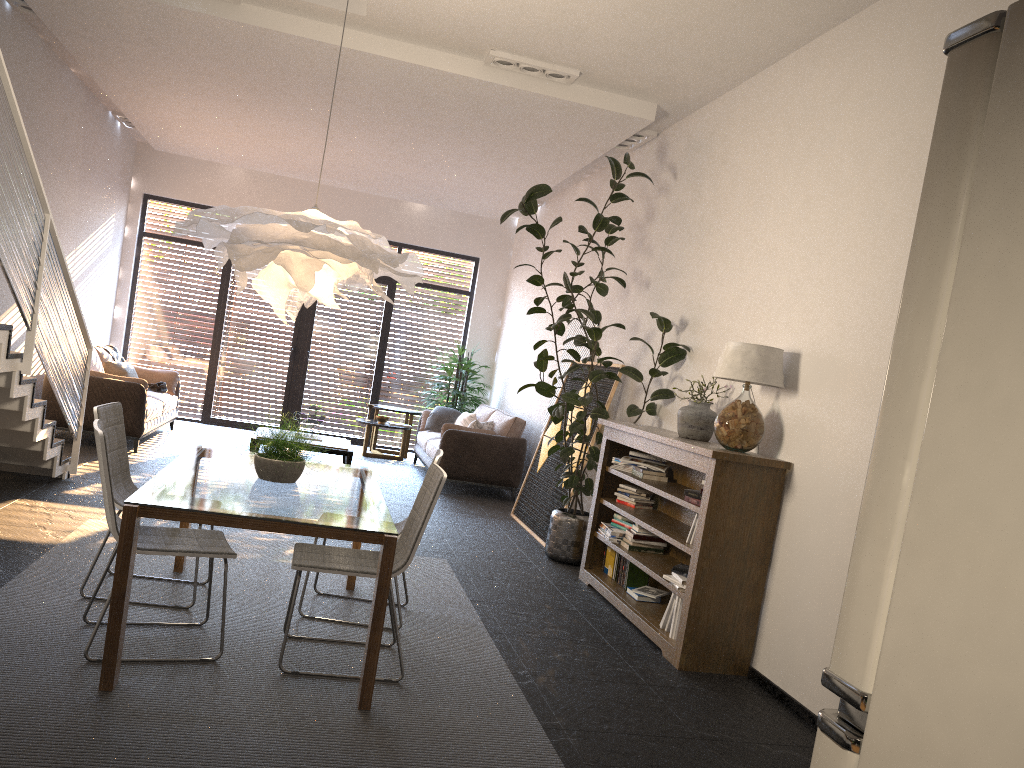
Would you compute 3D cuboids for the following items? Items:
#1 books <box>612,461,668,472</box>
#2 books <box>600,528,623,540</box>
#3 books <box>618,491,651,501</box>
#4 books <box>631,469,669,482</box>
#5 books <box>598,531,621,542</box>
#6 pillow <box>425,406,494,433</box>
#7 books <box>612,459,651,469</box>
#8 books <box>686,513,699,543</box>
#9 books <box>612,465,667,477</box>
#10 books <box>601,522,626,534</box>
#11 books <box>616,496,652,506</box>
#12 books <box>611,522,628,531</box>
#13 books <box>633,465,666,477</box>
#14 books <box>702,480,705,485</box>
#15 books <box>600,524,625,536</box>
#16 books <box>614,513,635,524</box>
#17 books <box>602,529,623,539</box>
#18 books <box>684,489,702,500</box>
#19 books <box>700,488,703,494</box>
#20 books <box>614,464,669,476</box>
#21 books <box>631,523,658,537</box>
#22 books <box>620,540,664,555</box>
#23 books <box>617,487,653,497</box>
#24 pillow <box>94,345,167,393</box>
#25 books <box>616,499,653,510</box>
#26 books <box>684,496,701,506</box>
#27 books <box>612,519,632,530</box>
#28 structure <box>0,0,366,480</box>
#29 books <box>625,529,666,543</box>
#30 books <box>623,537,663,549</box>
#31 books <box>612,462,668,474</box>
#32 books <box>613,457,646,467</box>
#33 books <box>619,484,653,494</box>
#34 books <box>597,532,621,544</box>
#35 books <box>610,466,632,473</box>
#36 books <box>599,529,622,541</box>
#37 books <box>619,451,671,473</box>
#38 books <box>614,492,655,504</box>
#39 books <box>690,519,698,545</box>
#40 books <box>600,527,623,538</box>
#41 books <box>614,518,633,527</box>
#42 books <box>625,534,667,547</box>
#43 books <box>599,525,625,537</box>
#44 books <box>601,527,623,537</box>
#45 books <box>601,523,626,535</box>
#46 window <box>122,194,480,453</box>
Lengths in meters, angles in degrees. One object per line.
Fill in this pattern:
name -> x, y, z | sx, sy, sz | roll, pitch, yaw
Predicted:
books -> 0.897, 0.573, 6.154 | 0.253, 0.011, 0.316 | 9, 1, -41
books -> 0.747, 1.048, 6.147 | 0.219, 0.008, 0.287 | 9, 1, -7
books -> 0.857, 0.776, 6.207 | 0.163, 0.023, 0.230 | 9, 1, -12
books -> 0.923, 0.614, 5.939 | 0.180, 0.034, 0.242 | 9, 1, -10
books -> 0.739, 1.067, 6.148 | 0.219, 0.007, 0.303 | 9, 1, -8
pillow -> -0.638, 0.504, 10.562 | 0.619, 0.344, 1.885 | 9, 1, -12
books -> 0.901, 0.563, 6.172 | 0.253, 0.011, 0.316 | 9, 1, -41
books -> 1.061, 0.810, 4.927 | 0.135, 0.183, 0.077 | 9, 4, -13
books -> 0.893, 0.605, 6.145 | 0.253, 0.011, 0.316 | 9, 1, -43
books -> 0.758, 1.002, 6.134 | 0.219, 0.013, 0.303 | 9, 1, -8
books -> 0.856, 0.818, 6.197 | 0.155, 0.022, 0.204 | 9, 1, -33
books -> 0.827, 1.001, 6.134 | 0.176, 0.024, 0.248 | 9, 1, -32
books -> 0.921, 0.584, 5.944 | 0.166, 0.024, 0.226 | 9, 1, -9
books -> 1.177, 0.556, 4.810 | 0.242, 0.024, 0.175 | 10, 1, 32
books -> 0.752, 1.018, 6.136 | 0.219, 0.008, 0.303 | 9, 1, -9
books -> 0.856, 0.941, 6.130 | 0.194, 0.028, 0.244 | 9, 1, -33
books -> 0.749, 1.042, 6.146 | 0.219, 0.008, 0.287 | 9, 1, -7
books -> 0.479, -2.829, 2.385 | 0.359, 6.731, 5.400 | 11, 3, 28
books -> 1.155, 0.600, 4.789 | 0.224, 0.029, 0.179 | 10, 1, 29
books -> 0.906, 0.597, 6.131 | 0.316, 0.011, 0.253 | 10, 1, 44
books -> 0.910, 0.965, 5.895 | 0.216, 0.069, 0.157 | 9, 1, -3
books -> 0.865, 1.087, 5.902 | 0.243, 0.034, 0.179 | 9, 1, -11
books -> 0.861, 0.754, 6.198 | 0.220, 0.023, 0.147 | 10, 1, 28
pillow -> -4.568, -0.071, 10.125 | 0.953, 0.710, 1.017 | 10, 2, 11
books -> 0.858, 0.840, 6.200 | 0.159, 0.021, 0.223 | 9, 1, -28
books -> 1.119, 0.662, 4.851 | 0.231, 0.034, 0.284 | 9, 1, -20
books -> 0.831, 0.978, 6.133 | 0.176, 0.024, 0.248 | 9, 1, -27
structure -> -0.798, -2.968, 2.880 | 4.241, 8.337, 8.421 | 9, 3, -13
books -> 0.886, 1.011, 5.889 | 0.225, 0.029, 0.178 | 9, 1, -10
books -> 0.876, 1.060, 5.908 | 0.228, 0.024, 0.166 | 9, 1, -15
books -> 0.890, 0.583, 6.169 | 0.253, 0.011, 0.316 | 9, 1, -31
books -> 0.902, 0.552, 6.180 | 0.253, 0.011, 0.316 | 9, 1, -36
books -> 0.870, 0.734, 6.192 | 0.155, 0.020, 0.204 | 9, 1, -28
books -> 0.738, 1.074, 6.147 | 0.219, 0.008, 0.303 | 9, 1, -13
books -> 0.883, 0.614, 6.152 | 0.253, 0.011, 0.316 | 9, 1, -39
books -> 0.741, 1.052, 6.147 | 0.219, 0.013, 0.303 | 9, 1, -8
books -> 0.930, 0.544, 6.103 | 0.321, 0.109, 0.273 | 10, 1, 22
books -> 0.857, 0.797, 6.201 | 0.175, 0.019, 0.242 | 9, 1, -28
books -> 1.064, 0.824, 4.910 | 0.120, 0.158, 0.056 | 9, 4, -13
books -> 0.752, 1.037, 6.137 | 0.219, 0.006, 0.303 | 9, 1, -8
books -> 0.852, 0.962, 6.130 | 0.193, 0.014, 0.254 | 9, 1, -25
books -> 0.890, 1.038, 5.897 | 0.243, 0.024, 0.174 | 9, 1, -6
books -> 0.748, 1.024, 6.136 | 0.219, 0.008, 0.303 | 9, 1, -9
books -> 0.749, 1.031, 6.140 | 0.219, 0.008, 0.287 | 9, 1, -9
books -> 0.757, 1.011, 6.136 | 0.219, 0.008, 0.303 | 9, 1, -8
window -> -2.927, -0.762, 12.441 | 4.950, 3.039, 0.457 | 9, 4, -13
